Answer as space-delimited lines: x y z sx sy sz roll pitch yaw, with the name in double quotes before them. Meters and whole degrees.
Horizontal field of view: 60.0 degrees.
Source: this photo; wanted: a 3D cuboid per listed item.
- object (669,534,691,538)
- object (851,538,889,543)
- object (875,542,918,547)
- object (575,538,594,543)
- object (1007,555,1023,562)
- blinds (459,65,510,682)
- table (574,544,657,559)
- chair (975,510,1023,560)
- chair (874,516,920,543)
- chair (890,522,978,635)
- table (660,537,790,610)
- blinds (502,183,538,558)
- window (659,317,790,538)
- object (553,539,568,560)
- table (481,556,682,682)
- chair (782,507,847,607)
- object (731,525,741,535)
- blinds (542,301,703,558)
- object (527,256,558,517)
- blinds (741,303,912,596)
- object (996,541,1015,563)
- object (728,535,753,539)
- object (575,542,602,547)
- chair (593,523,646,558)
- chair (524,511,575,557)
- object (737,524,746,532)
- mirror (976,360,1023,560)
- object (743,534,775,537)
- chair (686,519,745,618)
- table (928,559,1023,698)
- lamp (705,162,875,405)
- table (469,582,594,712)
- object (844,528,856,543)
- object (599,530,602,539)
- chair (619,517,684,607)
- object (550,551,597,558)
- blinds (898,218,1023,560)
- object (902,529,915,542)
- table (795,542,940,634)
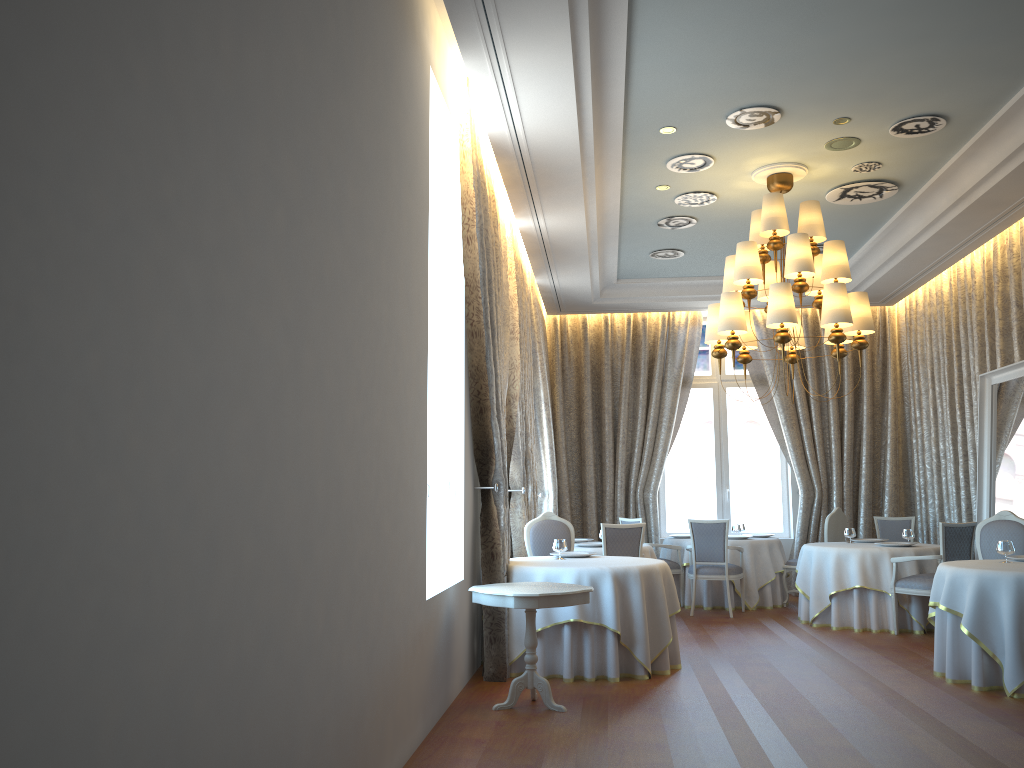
"object" 2.255 1.985 11.559 0.419 0.036 0.419 -1 -7 5
"object" 4.081 1.790 10.128 0.419 0.036 0.419 -1 -7 5
"object" 4.033 1.684 9.316 0.419 0.036 0.419 -1 -7 5
"object" 0.760 1.855 10.500 0.419 0.036 0.419 -1 -7 5
"object" 4.161 1.388 7.047 0.419 0.036 0.419 -1 -7 5
"blinds" -0.150 -0.086 7.374 0.315 4.930 2.204 -1 -7 6
"table" 0.855 2.256 9.986 1.667 0.890 1.663 0 -7 0
"chair" 4.058 1.696 7.514 0.690 1.233 0.563 5 -9 -34
"chair" 4.666 2.174 10.778 0.650 1.108 0.629 -4 -8 26
"chair" 4.161 1.904 8.682 0.650 1.108 0.629 3 -8 -24
"table" 2.763 2.454 11.591 1.667 0.890 1.663 -4 -8 25
"blinds" 0.131 0.229 9.797 0.335 4.969 2.257 -1 -7 6
"window" 3.087 0.613 13.131 1.881 3.306 0.196 -1 -7 6
"object" 0.410 1.411 7.565 0.128 0.165 0.128 1 -8 -12
"table" 0.572 1.919 7.384 1.663 0.890 1.667 0 -7 -5
"chair" 3.783 2.157 11.048 0.563 1.233 0.690 7 -10 -43
"object" 2.916 1.913 11.529 0.128 0.165 0.128 -1 -7 6
"blinds" 1.570 0.622 12.876 2.535 4.901 0.386 -1 -7 6
"object" 0.423 0.553 11.943 0.386 4.901 2.121 -1 -7 6
"blinds" 4.429 0.567 12.573 2.476 4.901 0.386 -1 -7 6
"object" 3.853 1.309 6.919 0.128 0.165 0.128 -6 -9 36
"object" 2.831 1.937 11.208 0.419 0.036 0.419 -1 -7 5
"object" 0.867 1.735 9.582 0.419 0.036 0.419 -1 -7 5
"chair" 1.005 1.953 8.929 0.650 1.108 0.629 2 -8 -19
"chair" 0.456 1.808 8.233 0.563 1.233 0.690 2 -8 -19
"object" 3.079 1.965 11.936 0.128 0.165 0.128 -1 -7 6
"mirror" 4.783 1.034 8.086 0.385 2.564 2.251 -1 -7 6
"object" 3.239 1.991 11.642 0.419 0.036 0.419 -1 -7 5
"chair" 2.382 2.148 10.486 0.650 1.108 0.629 -3 -8 21
"table" 4.012 1.796 6.582 1.663 0.890 1.667 0 -7 -5
"lamp" 2.469 -0.904 8.028 1.373 2.121 1.373 -7 -10 43
"table" 0.131 1.756 5.873 0.761 0.801 0.760 7 -10 -44
"object" 3.810 1.709 9.992 0.128 0.165 0.128 -1 -7 6
"object" 1.037 1.711 9.898 0.128 0.165 0.128 -1 -7 6
"chair" 1.756 2.256 11.285 0.629 1.108 0.650 4 -8 -29
"object" 0.544 1.512 7.854 0.419 0.036 0.419 -1 -7 5
"blinds" 5.322 0.258 10.363 0.238 4.819 4.439 -1 -7 6
"object" 4.272 1.650 9.556 0.128 0.165 0.128 -1 -7 6
"table" 3.958 2.195 9.645 1.663 0.890 1.667 -3 -8 20
